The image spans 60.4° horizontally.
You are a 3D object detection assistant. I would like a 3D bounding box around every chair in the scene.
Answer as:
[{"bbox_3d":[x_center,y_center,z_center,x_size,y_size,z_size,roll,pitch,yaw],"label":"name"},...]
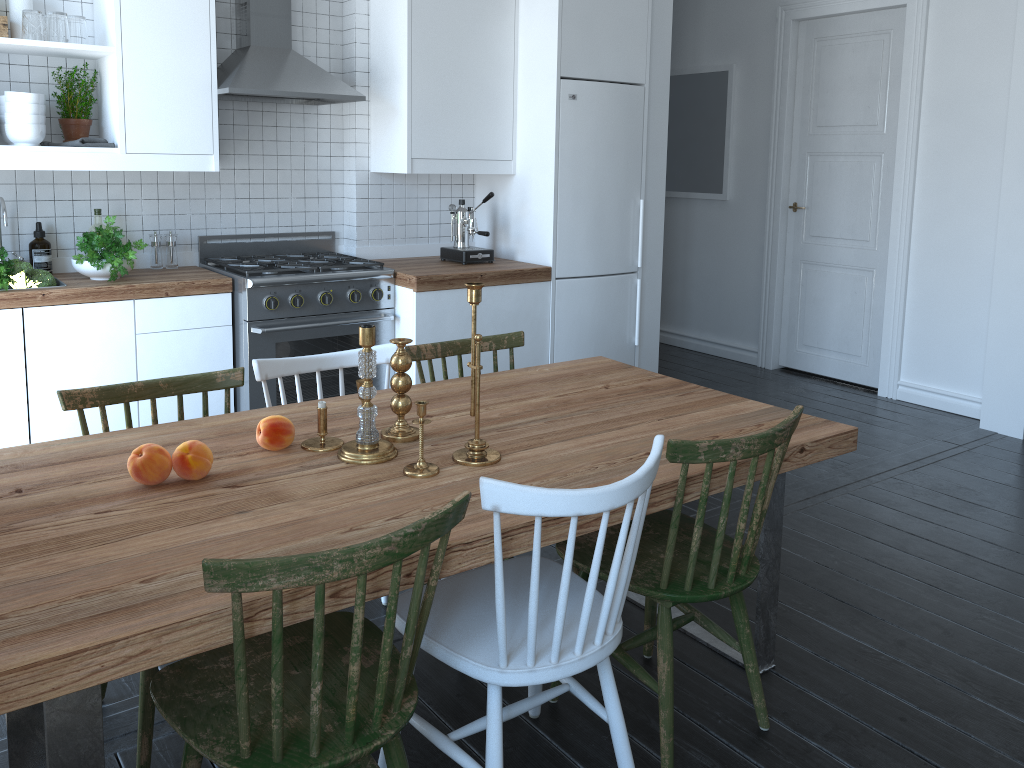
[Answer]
[{"bbox_3d":[0.031,0.513,1.866,0.469,0.828,0.516,-6,12,-36],"label":"chair"},{"bbox_3d":[-0.448,0.345,2.499,0.469,0.828,0.516,-6,12,-36],"label":"chair"},{"bbox_3d":[0.397,0.449,2.180,0.470,0.813,0.492,-6,12,-37],"label":"chair"},{"bbox_3d":[-0.042,0.291,2.775,0.470,0.814,0.492,-6,12,-37],"label":"chair"},{"bbox_3d":[-0.376,0.583,1.592,0.470,0.814,0.492,-6,12,-37],"label":"chair"},{"bbox_3d":[-0.815,0.425,2.187,0.470,0.813,0.492,-6,12,-37],"label":"chair"}]

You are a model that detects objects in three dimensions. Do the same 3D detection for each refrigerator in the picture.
[{"bbox_3d":[0.280,-0.714,4.827,0.579,1.772,0.689,-5,11,-36],"label":"refrigerator"}]

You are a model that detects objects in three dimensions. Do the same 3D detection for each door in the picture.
[{"bbox_3d":[2.096,-1.227,5.643,0.116,2.434,1.054,-5,10,-36],"label":"door"}]

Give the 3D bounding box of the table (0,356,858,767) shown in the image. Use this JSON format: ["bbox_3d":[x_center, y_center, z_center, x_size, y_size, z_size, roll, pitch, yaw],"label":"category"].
[{"bbox_3d":[-0.287,0.505,2.124,2.241,0.704,1.033,-9,16,-36],"label":"table"}]

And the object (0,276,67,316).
[{"bbox_3d":[-2.000,-0.346,3.505,0.374,0.109,0.359,-9,17,-35],"label":"object"}]

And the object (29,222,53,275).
[{"bbox_3d":[-2.010,-0.575,3.751,0.085,0.227,0.086,4,9,18],"label":"object"}]

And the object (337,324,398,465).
[{"bbox_3d":[-0.335,0.016,2.040,0.140,0.306,0.143,2,9,6],"label":"object"}]

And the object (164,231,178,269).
[{"bbox_3d":[-1.569,-0.618,4.057,0.059,0.170,0.060,-3,9,-23],"label":"object"}]

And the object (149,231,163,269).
[{"bbox_3d":[-1.632,-0.614,4.037,0.059,0.170,0.060,-3,9,-23],"label":"object"}]

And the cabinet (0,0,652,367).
[{"bbox_3d":[-1.048,-0.820,4.012,3.809,2.331,0.790,-7,11,-32],"label":"cabinet"}]

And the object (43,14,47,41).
[{"bbox_3d":[-1.837,-1.416,3.530,0.086,0.117,0.087,5,11,22],"label":"object"}]

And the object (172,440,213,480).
[{"bbox_3d":[-0.683,0.163,1.882,0.083,0.086,0.093,-1,11,-10],"label":"object"}]

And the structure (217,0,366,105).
[{"bbox_3d":[-1.072,-1.951,3.987,0.637,1.283,0.535,-6,11,-36],"label":"structure"}]

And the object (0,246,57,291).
[{"bbox_3d":[-1.982,-0.415,3.425,0.285,0.302,0.477,6,13,26],"label":"object"}]

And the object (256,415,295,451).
[{"bbox_3d":[-0.560,0.116,2.089,0.089,0.082,0.086,-4,12,-23],"label":"object"}]

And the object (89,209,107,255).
[{"bbox_3d":[-1.804,-0.624,3.846,0.067,0.278,0.067,-6,11,-41],"label":"object"}]

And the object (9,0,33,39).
[{"bbox_3d":[-1.991,-1.481,3.576,0.085,0.218,0.086,-4,10,-29],"label":"object"}]

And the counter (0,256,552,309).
[{"bbox_3d":[-1.299,-0.434,3.842,3.119,0.072,0.859,-9,17,-36],"label":"counter"}]

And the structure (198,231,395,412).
[{"bbox_3d":[-1.012,-0.179,4.177,0.704,1.002,0.732,-6,12,-36],"label":"structure"}]

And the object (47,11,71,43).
[{"bbox_3d":[-1.782,-1.397,3.458,0.086,0.117,0.088,-1,10,-13],"label":"object"}]

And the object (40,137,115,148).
[{"bbox_3d":[-1.777,-0.998,3.642,0.248,0.041,0.280,-12,19,-42],"label":"object"}]

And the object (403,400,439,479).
[{"bbox_3d":[-0.199,0.118,1.938,0.080,0.158,0.081,3,9,11],"label":"object"}]

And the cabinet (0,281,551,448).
[{"bbox_3d":[-1.335,-0.025,3.950,3.195,0.801,0.741,-6,13,-28],"label":"cabinet"}]

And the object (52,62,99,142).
[{"bbox_3d":[-1.845,-1.185,3.733,0.165,0.360,0.174,1,9,1],"label":"object"}]

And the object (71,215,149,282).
[{"bbox_3d":[-1.687,-0.565,3.652,0.342,0.264,0.274,12,16,43],"label":"object"}]

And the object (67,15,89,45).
[{"bbox_3d":[-1.752,-1.419,3.546,0.086,0.117,0.087,5,11,22],"label":"object"}]

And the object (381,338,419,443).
[{"bbox_3d":[-0.275,0.012,2.183,0.101,0.243,0.102,-1,9,-13],"label":"object"}]

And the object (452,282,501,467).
[{"bbox_3d":[-0.078,-0.024,2.017,0.114,0.404,0.115,3,9,16],"label":"object"}]

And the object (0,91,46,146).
[{"bbox_3d":[-1.959,-1.059,3.519,0.150,0.213,0.313,-7,14,-38],"label":"object"}]

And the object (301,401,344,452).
[{"bbox_3d":[-0.455,0.094,2.113,0.103,0.112,0.103,10,14,39],"label":"object"}]

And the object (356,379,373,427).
[{"bbox_3d":[-0.370,0.060,2.206,0.049,0.137,0.050,-5,11,-36],"label":"object"}]

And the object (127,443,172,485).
[{"bbox_3d":[-0.759,0.169,1.848,0.084,0.088,0.088,11,15,43],"label":"object"}]

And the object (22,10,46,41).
[{"bbox_3d":[-1.860,-1.389,3.420,0.086,0.117,0.088,-1,10,-13],"label":"object"}]

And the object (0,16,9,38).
[{"bbox_3d":[-2.188,-1.385,3.415,0.395,0.101,0.155,-9,16,-36],"label":"object"}]

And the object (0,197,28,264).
[{"bbox_3d":[-2.059,-0.592,3.609,0.276,0.347,0.191,7,11,30],"label":"object"}]

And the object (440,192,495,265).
[{"bbox_3d":[-0.199,-0.803,4.501,0.207,0.364,0.358,-6,13,-36],"label":"object"}]
